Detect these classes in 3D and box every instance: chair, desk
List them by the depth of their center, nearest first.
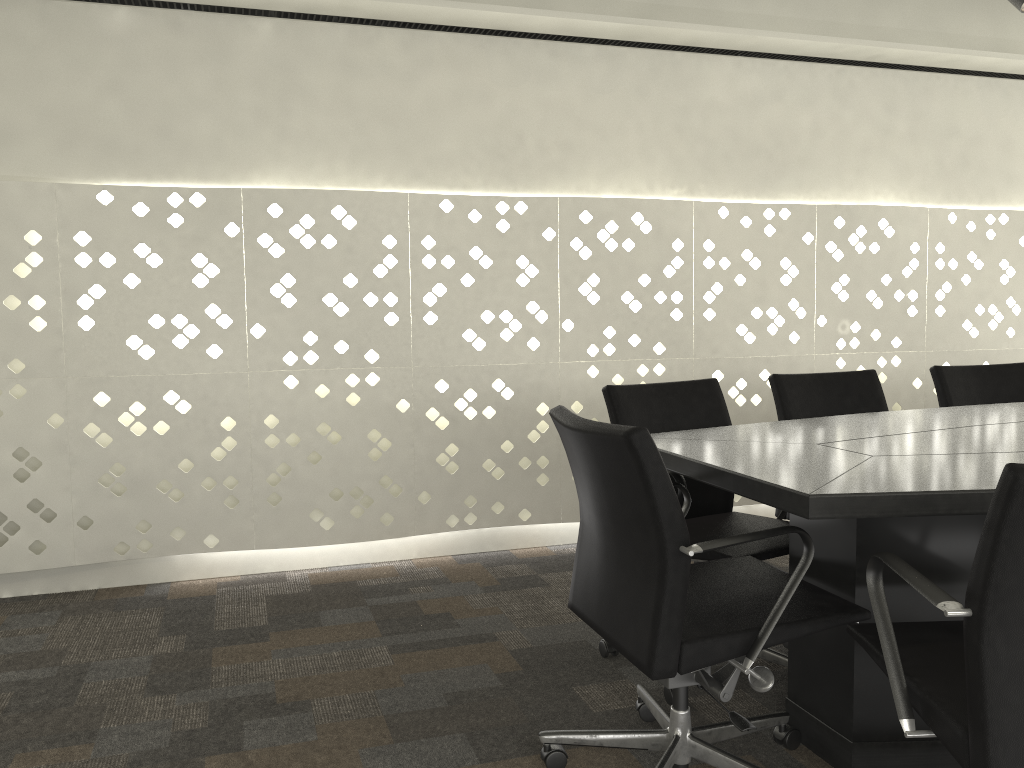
[{"bbox_3d":[0.806,0.457,1.345,0.559,0.757,0.579,-1,4,2],"label":"chair"},{"bbox_3d":[0.354,0.428,1.801,0.579,0.757,0.559,-2,5,-13],"label":"chair"},{"bbox_3d":[1.975,0.419,2.286,3.364,0.658,1.223,-2,5,-17],"label":"desk"},{"bbox_3d":[0.554,0.380,2.377,0.559,0.757,0.579,-3,5,-28],"label":"chair"},{"bbox_3d":[1.092,0.350,2.674,0.559,0.757,0.579,-2,5,-18],"label":"chair"},{"bbox_3d":[1.727,0.319,2.954,0.559,0.757,0.579,-2,5,-13],"label":"chair"}]

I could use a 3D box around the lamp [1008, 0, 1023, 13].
[{"bbox_3d":[1.628,-1.281,2.784,0.213,0.224,0.126,-2,5,-14],"label":"lamp"}]
